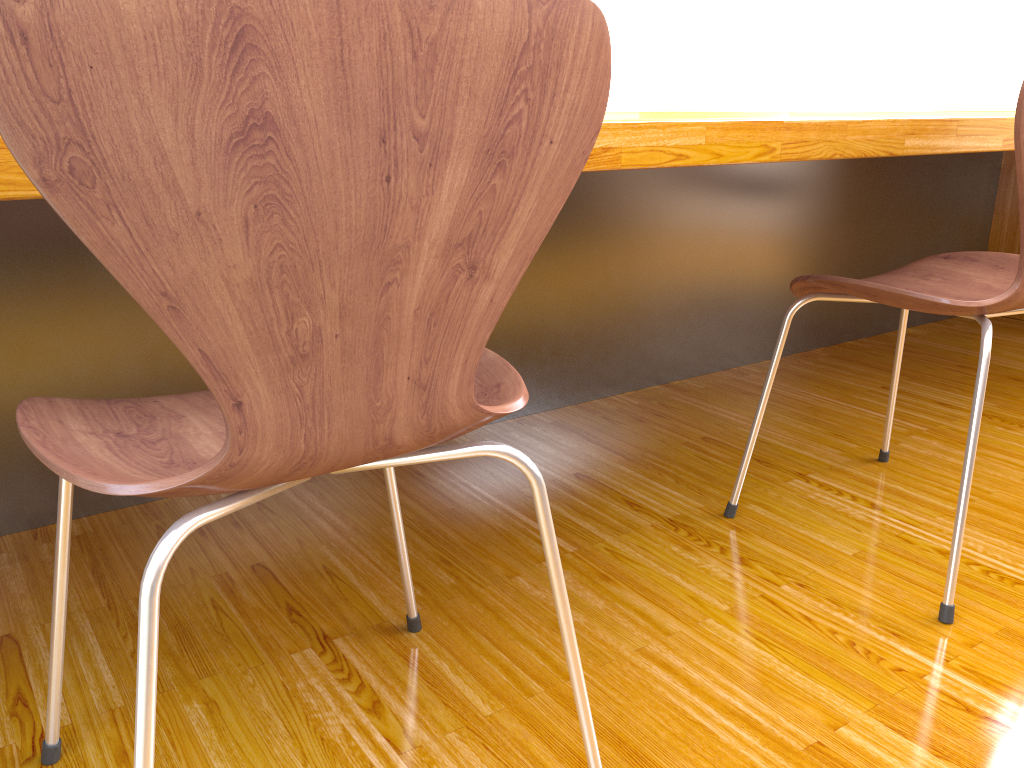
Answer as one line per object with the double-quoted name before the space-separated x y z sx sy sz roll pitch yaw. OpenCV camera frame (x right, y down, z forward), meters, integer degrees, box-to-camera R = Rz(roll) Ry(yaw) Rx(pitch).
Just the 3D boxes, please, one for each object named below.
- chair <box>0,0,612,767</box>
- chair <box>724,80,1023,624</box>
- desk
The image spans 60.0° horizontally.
"chair" -0.185 0.053 0.742 0.428 0.693 0.381 -12 21 -33
"chair" 0.616 -0.110 1.268 0.428 0.693 0.381 -12 21 -33
"desk" 0.464 -0.185 1.647 3.356 0.606 0.760 -12 21 -33
